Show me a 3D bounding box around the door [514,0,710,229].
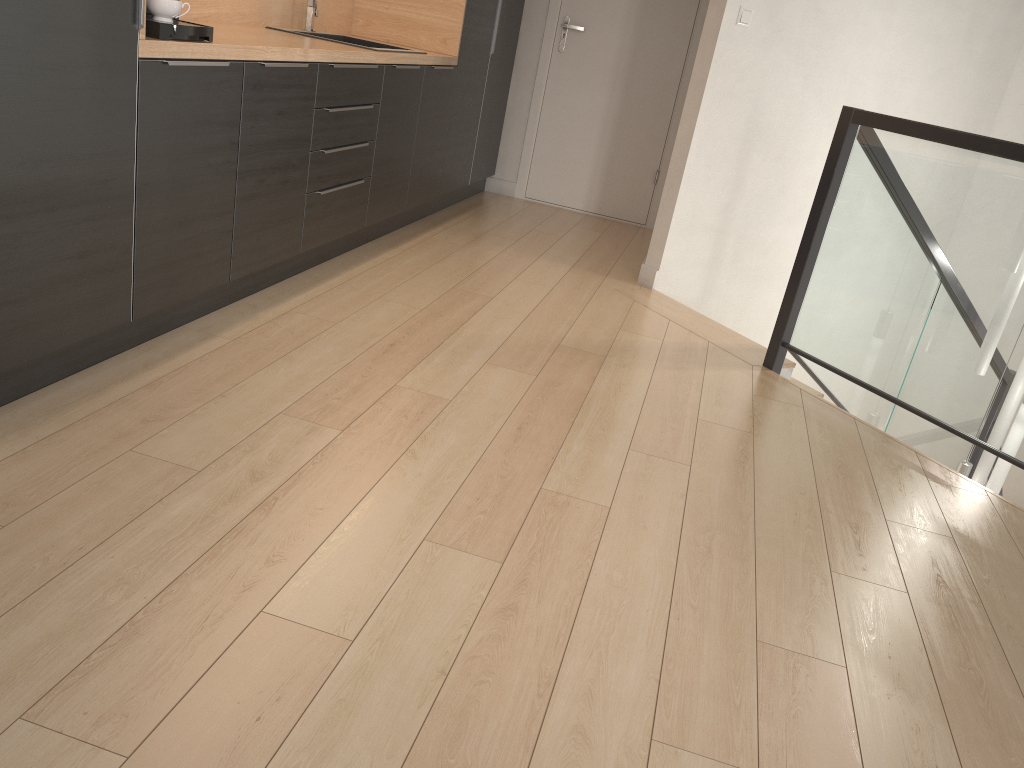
[{"bbox_3d":[0.670,-2.104,5.488,0.974,2.136,0.085,15,22,9],"label":"door"}]

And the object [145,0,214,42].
[{"bbox_3d":[-1.062,-1.232,2.525,0.584,0.398,0.618,15,22,10],"label":"object"}]

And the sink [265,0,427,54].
[{"bbox_3d":[-0.719,-1.571,3.983,0.512,0.518,0.626,15,22,9],"label":"sink"}]

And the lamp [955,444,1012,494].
[{"bbox_3d":[2.505,-1.690,3.264,0.359,6.725,0.359,-8,29,-40],"label":"lamp"}]

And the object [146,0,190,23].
[{"bbox_3d":[-0.936,-1.006,2.383,0.099,0.057,0.095,16,22,12],"label":"object"}]

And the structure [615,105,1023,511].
[{"bbox_3d":[2.510,1.407,3.763,2.823,4.339,4.190,-3,26,-32],"label":"structure"}]
